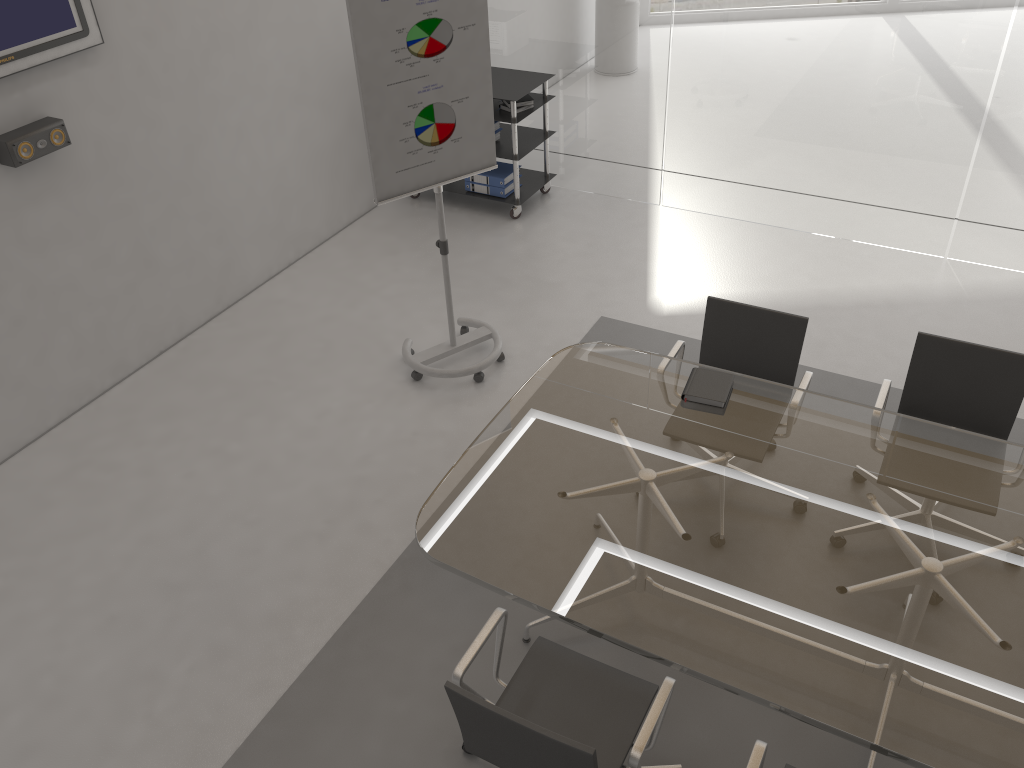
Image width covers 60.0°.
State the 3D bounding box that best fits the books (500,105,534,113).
[{"bbox_3d":[0.034,-1.869,5.955,0.170,0.028,0.146,-30,44,-32],"label":"books"}]

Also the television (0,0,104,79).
[{"bbox_3d":[-2.189,-1.571,3.652,0.049,0.590,1.013,16,41,24],"label":"television"}]

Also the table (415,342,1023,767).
[{"bbox_3d":[1.271,0.817,2.855,3.054,0.721,1.372,16,41,24],"label":"table"}]

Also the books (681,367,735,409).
[{"bbox_3d":[0.740,0.013,3.343,0.164,0.032,0.183,12,39,19],"label":"books"}]

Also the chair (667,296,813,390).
[{"bbox_3d":[0.902,0.164,3.697,0.731,0.805,0.710,5,37,11],"label":"chair"}]

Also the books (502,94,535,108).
[{"bbox_3d":[0.040,-1.900,5.943,0.183,0.032,0.164,-13,38,-13],"label":"books"}]

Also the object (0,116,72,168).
[{"bbox_3d":[-2.146,-1.086,3.978,0.123,0.117,0.298,16,41,24],"label":"object"}]

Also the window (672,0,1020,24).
[{"bbox_3d":[5.599,-6.078,8.666,8.533,4.498,0.100,-3,37,0],"label":"window"}]

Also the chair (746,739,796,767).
[{"bbox_3d":[0.837,1.233,2.261,0.731,0.805,0.710,5,37,11],"label":"chair"}]

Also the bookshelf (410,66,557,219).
[{"bbox_3d":[-0.249,-1.737,6.299,0.985,0.855,0.567,16,41,24],"label":"bookshelf"}]

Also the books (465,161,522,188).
[{"bbox_3d":[-0.132,-1.486,6.255,0.320,0.077,0.263,16,41,24],"label":"books"}]

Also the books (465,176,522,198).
[{"bbox_3d":[-0.129,-1.427,6.297,0.320,0.077,0.263,16,41,24],"label":"books"}]

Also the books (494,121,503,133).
[{"bbox_3d":[-0.269,-1.783,6.135,0.320,0.077,0.263,16,41,24],"label":"books"}]

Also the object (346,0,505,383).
[{"bbox_3d":[-0.361,-0.971,4.239,0.560,2.088,0.553,7,38,13],"label":"object"}]

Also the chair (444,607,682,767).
[{"bbox_3d":[0.161,0.986,2.643,0.731,0.805,0.710,5,37,11],"label":"chair"}]

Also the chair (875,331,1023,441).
[{"bbox_3d":[1.662,0.331,3.418,0.731,0.805,0.710,5,37,11],"label":"chair"}]

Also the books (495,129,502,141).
[{"bbox_3d":[-0.266,-1.723,6.177,0.320,0.077,0.263,16,41,24],"label":"books"}]
